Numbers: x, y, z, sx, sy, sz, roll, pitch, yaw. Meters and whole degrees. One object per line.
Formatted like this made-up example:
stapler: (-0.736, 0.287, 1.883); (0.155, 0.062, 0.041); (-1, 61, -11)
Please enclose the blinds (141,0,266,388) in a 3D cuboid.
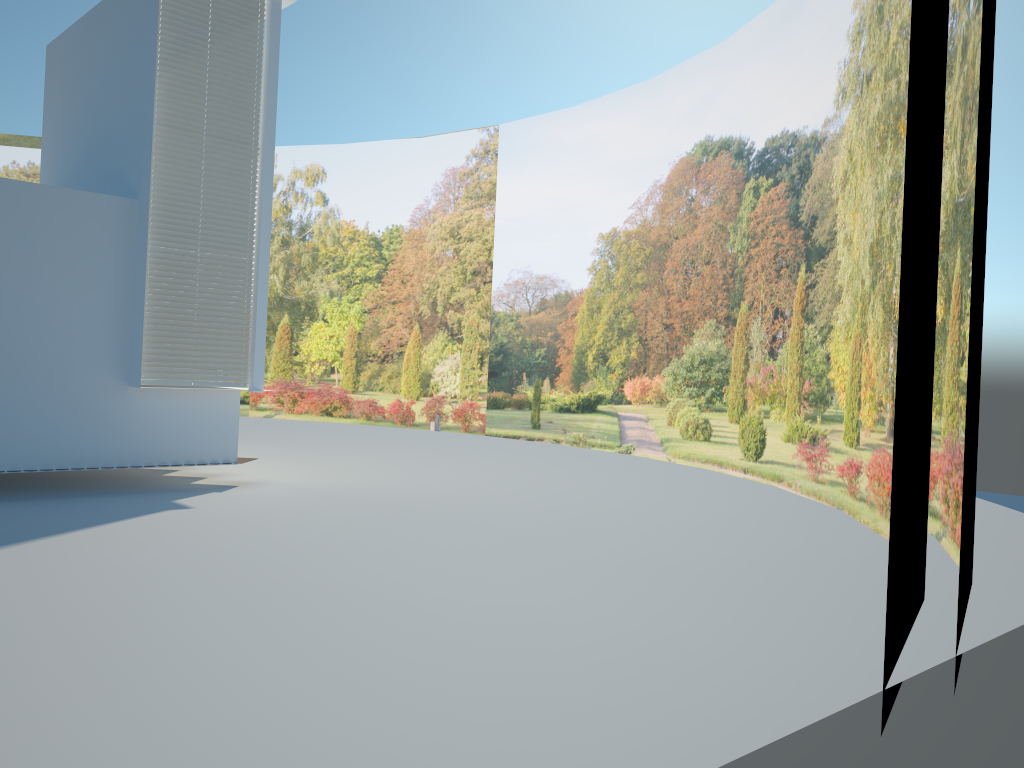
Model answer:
blinds: (-3.841, -2.142, 10.754); (1.219, 4.266, 3.919); (3, 0, -24)
